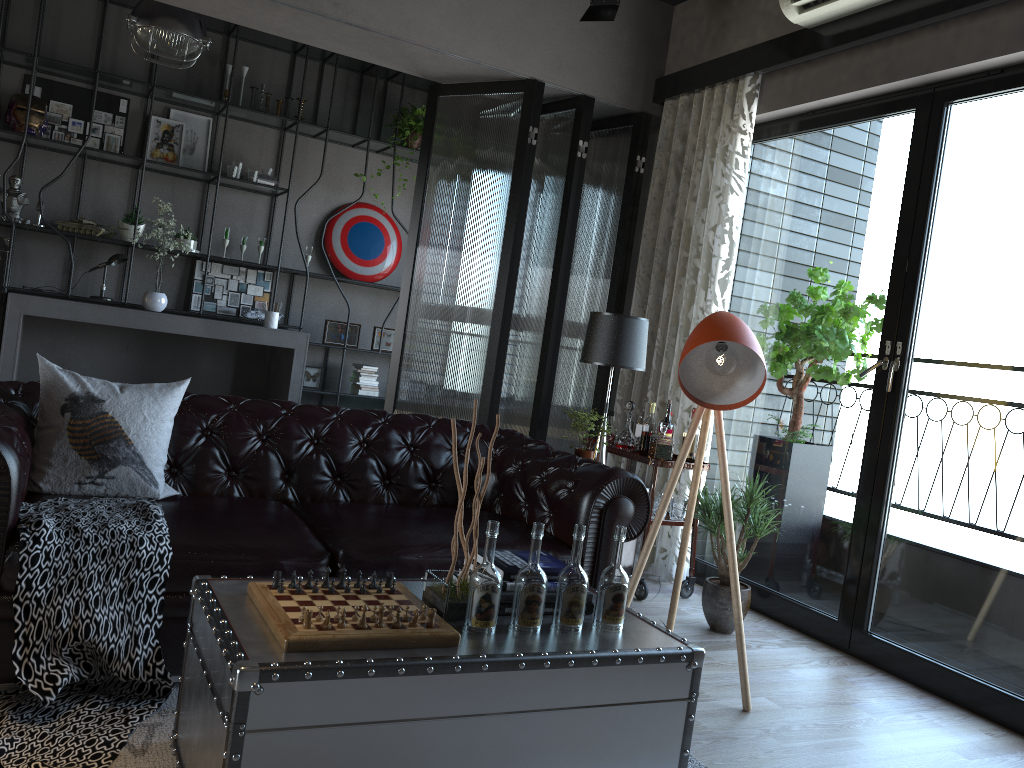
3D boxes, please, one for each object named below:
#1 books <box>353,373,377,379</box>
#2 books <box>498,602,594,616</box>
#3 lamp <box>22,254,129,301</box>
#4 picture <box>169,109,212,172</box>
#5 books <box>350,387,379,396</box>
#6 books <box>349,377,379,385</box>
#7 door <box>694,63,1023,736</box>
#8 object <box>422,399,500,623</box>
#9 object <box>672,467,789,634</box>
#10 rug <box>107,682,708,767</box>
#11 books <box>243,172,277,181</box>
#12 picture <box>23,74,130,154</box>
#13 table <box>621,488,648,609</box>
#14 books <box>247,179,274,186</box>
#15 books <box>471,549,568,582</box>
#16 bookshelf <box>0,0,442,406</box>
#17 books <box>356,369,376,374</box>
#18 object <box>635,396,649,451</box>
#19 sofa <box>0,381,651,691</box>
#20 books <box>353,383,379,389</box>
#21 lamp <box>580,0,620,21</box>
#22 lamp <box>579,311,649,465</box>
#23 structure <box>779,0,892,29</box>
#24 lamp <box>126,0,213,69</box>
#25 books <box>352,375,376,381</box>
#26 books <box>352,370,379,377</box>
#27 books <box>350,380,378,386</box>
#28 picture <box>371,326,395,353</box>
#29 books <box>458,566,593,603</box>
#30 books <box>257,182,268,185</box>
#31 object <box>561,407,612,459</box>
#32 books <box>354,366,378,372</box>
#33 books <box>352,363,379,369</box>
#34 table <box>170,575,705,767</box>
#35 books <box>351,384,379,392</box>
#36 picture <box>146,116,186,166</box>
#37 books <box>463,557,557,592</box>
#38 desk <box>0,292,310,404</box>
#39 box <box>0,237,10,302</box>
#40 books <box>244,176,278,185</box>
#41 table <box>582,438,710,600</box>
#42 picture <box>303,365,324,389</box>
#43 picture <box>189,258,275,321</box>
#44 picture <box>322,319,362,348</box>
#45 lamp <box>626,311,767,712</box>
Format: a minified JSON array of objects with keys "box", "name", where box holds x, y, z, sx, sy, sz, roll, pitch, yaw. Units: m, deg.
[{"box":[-1.319,-0.076,7.954,0.155,0.022,0.205,7,3,-33],"name":"books"},{"box":[0.026,0.622,2.636,0.324,0.035,0.306,7,2,-28],"name":"books"},{"box":[-3.373,-0.873,6.890,0.739,0.371,0.205,8,2,-3],"name":"lamp"},{"box":[-2.679,-1.988,7.336,0.331,0.514,0.119,7,2,-28],"name":"picture"},{"box":[-1.322,0.067,7.948,0.192,0.043,0.248,7,2,-28],"name":"books"},{"box":[-1.327,-0.030,7.949,0.193,0.028,0.246,7,3,-33],"name":"books"},{"box":[1.763,-0.061,4.127,0.111,2.680,2.672,7,2,-28],"name":"door"},{"box":[-0.112,0.334,2.418,0.156,0.583,0.185,7,2,-28],"name":"object"},{"box":[1.014,0.763,4.251,0.577,0.825,0.621,8,2,12],"name":"object"},{"box":[-0.782,0.982,2.722,2.472,0.003,2.257,7,2,-28],"name":"rug"},{"box":[-2.137,-1.754,7.519,0.225,0.029,0.179,7,3,-36],"name":"books"},{"box":[-3.434,-2.090,6.970,0.748,0.503,0.058,7,2,-28],"name":"picture"},{"box":[0.369,0.773,4.462,0.405,0.609,0.418,7,2,-28],"name":"table"},{"box":[-2.149,-1.705,7.523,0.227,0.024,0.166,10,3,41],"name":"books"},{"box":[0.038,0.538,2.633,0.251,0.030,0.237,7,2,-26],"name":"books"},{"box":[-2.484,-1.287,7.291,4.479,3.281,0.527,7,2,-28],"name":"bookshelf"},{"box":[-1.308,-0.116,7.941,0.162,0.023,0.232,8,2,-12],"name":"books"},{"box":[0.763,0.232,5.169,0.073,0.320,0.073,7,2,-37],"name":"object"},{"box":[-0.845,0.525,3.445,2.564,0.838,1.241,7,2,-28],"name":"sofa"},{"box":[-1.315,0.012,7.949,0.175,0.023,0.250,7,2,-27],"name":"books"},{"box":[0.512,-2.142,4.692,0.359,0.519,0.561,9,2,22],"name":"lamp"},{"box":[0.482,0.068,4.469,0.333,0.831,0.333,7,2,-25],"name":"lamp"},{"box":[1.696,-1.904,3.882,0.298,0.364,1.147,7,2,-28],"name":"structure"},{"box":[-2.198,-2.657,5.710,0.516,1.148,0.534,9,2,39],"name":"lamp"},{"box":[-1.328,-0.055,7.953,0.158,0.021,0.224,7,2,-28],"name":"books"},{"box":[-1.314,-0.095,7.948,0.174,0.019,0.244,7,2,-28],"name":"books"},{"box":[-1.330,-0.009,7.951,0.192,0.014,0.255,7,2,-25],"name":"books"},{"box":[-1.093,-0.390,7.926,0.313,0.212,0.048,7,2,-28],"name":"picture"},{"box":[0.036,0.593,2.624,0.315,0.026,0.270,7,2,-28],"name":"books"},{"box":[-2.143,-1.675,7.523,0.179,0.034,0.243,6,3,-45],"name":"books"},{"box":[0.353,0.291,4.359,0.270,0.362,0.297,9,2,17],"name":"object"},{"box":[-1.311,-0.137,7.952,0.155,0.020,0.205,7,2,-28],"name":"books"},{"box":[-1.313,-0.159,7.942,0.159,0.024,0.201,6,3,-38],"name":"books"},{"box":[-0.201,0.844,2.401,1.253,0.469,0.685,7,2,-28],"name":"table"},{"box":[-1.318,0.035,7.950,0.175,0.023,0.250,7,3,-32],"name":"books"},{"box":[-2.822,-1.953,7.217,0.267,0.413,0.101,7,2,-28],"name":"picture"},{"box":[0.034,0.566,2.634,0.282,0.026,0.266,7,2,-26],"name":"books"},{"box":[-2.820,-0.124,7.037,2.128,0.885,0.846,7,2,-28],"name":"desk"},{"box":[-3.995,-0.878,6.539,0.488,0.481,0.374,7,2,-28],"name":"box"},{"box":[-2.135,-1.727,7.529,0.243,0.024,0.175,7,3,-32],"name":"books"},{"box":[0.695,0.738,4.981,0.437,0.732,0.804,7,2,-32],"name":"table"},{"box":[-1.743,-0.059,7.741,0.172,0.190,0.036,7,2,-28],"name":"picture"},{"box":[-2.394,-0.798,7.596,0.665,0.447,0.051,7,2,-28],"name":"picture"},{"box":[-1.481,-0.436,7.721,0.313,0.212,0.049,7,2,-28],"name":"picture"},{"box":[1.118,0.438,4.919,0.583,1.456,3.831,9,2,14],"name":"lamp"}]
